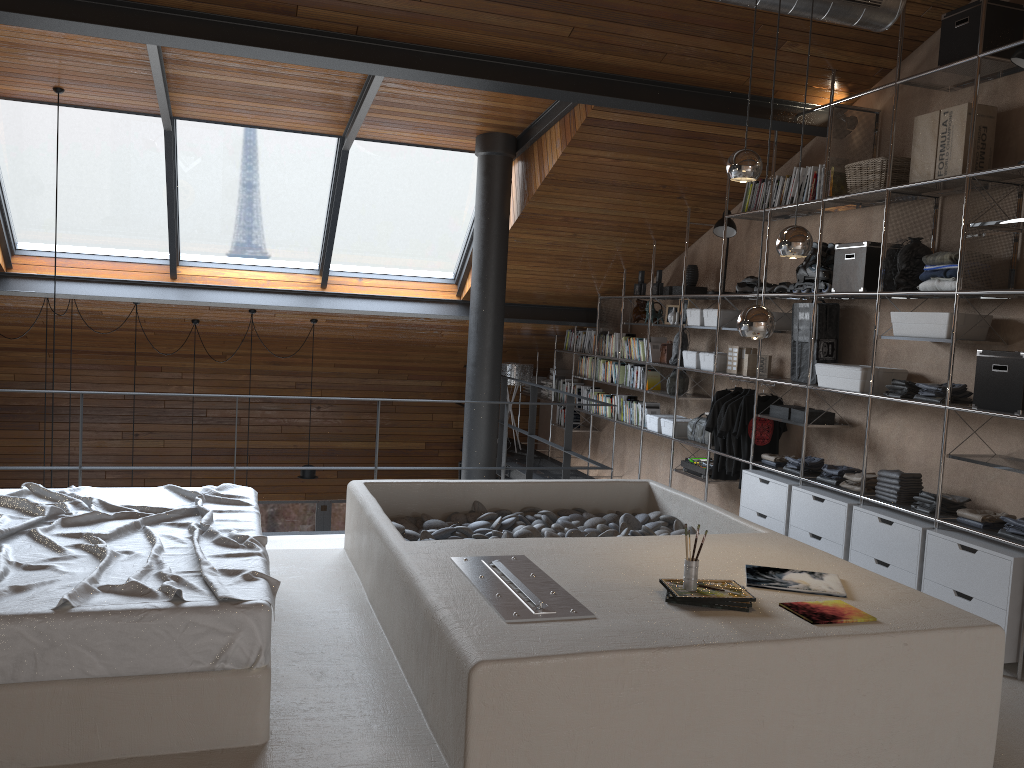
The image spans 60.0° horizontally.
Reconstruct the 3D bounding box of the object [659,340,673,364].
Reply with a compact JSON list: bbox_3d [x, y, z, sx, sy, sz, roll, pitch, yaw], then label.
[{"bbox_3d":[1.342,-0.274,7.619,0.082,0.202,0.227,6,5,33],"label":"object"}]

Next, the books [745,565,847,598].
[{"bbox_3d":[1.061,0.740,3.343,0.347,0.019,0.260,4,4,13],"label":"books"}]

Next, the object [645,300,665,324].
[{"bbox_3d":[1.265,-0.638,7.839,0.197,0.220,0.102,0,5,-34],"label":"object"}]

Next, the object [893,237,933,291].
[{"bbox_3d":[2.252,-0.662,4.958,0.212,0.319,0.157,4,4,9],"label":"object"}]

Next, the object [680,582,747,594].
[{"bbox_3d":[0.697,0.710,3.081,0.232,0.010,0.064,5,4,18],"label":"object"}]

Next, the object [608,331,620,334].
[{"bbox_3d":[1.002,-0.392,8.683,0.146,0.240,0.023,2,4,-18],"label":"object"}]

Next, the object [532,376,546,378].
[{"bbox_3d":[0.279,-0.088,10.853,0.246,0.016,0.182,2,4,-18],"label":"object"}]

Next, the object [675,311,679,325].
[{"bbox_3d":[1.364,-0.544,7.319,0.037,0.114,0.037,1,5,-32],"label":"object"}]

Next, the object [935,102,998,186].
[{"bbox_3d":[2.372,-1.249,4.636,0.192,0.382,0.181,2,4,-18],"label":"object"}]

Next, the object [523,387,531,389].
[{"bbox_3d":[0.277,0.054,10.853,0.243,0.012,0.159,2,4,-18],"label":"object"}]

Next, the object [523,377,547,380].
[{"bbox_3d":[0.282,-0.071,10.844,0.246,0.016,0.182,2,4,-18],"label":"object"}]

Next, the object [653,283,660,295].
[{"bbox_3d":[1.282,-0.838,7.895,0.029,0.117,0.086,1,5,-27],"label":"object"}]

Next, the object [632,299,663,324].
[{"bbox_3d":[1.228,-0.657,8.038,0.278,0.222,0.138,5,5,28],"label":"object"}]

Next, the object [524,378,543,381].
[{"bbox_3d":[0.288,-0.052,10.848,0.233,0.021,0.174,2,4,-18],"label":"object"}]

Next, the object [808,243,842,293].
[{"bbox_3d":[2.108,-0.755,5.817,0.174,0.342,0.416,2,4,-13],"label":"object"}]

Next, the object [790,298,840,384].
[{"bbox_3d":[1.987,-0.283,5.820,0.188,0.559,0.337,2,4,-13],"label":"object"}]

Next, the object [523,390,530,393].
[{"bbox_3d":[0.276,0.097,10.856,0.234,0.025,0.176,2,4,-18],"label":"object"}]

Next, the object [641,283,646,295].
[{"bbox_3d":[1.193,-0.851,8.023,0.029,0.117,0.086,3,4,2],"label":"object"}]

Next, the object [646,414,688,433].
[{"bbox_3d":[1.327,0.340,7.620,0.295,0.136,0.228,2,4,-18],"label":"object"}]

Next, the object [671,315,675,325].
[{"bbox_3d":[1.339,-0.530,7.364,0.037,0.077,0.037,1,5,-32],"label":"object"}]

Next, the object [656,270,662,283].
[{"bbox_3d":[1.301,-0.949,7.839,0.029,0.114,0.084,3,4,-6],"label":"object"}]

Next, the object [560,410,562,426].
[{"bbox_3d":[0.586,0.371,9.756,0.111,0.174,0.011,2,4,-18],"label":"object"}]

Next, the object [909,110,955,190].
[{"bbox_3d":[2.314,-1.265,4.816,0.192,0.382,0.181,2,4,-18],"label":"object"}]

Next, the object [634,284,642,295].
[{"bbox_3d":[1.154,-0.859,8.113,0.029,0.117,0.086,1,5,-32],"label":"object"}]

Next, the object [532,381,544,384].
[{"bbox_3d":[0.281,-0.028,10.831,0.252,0.028,0.180,2,4,-18],"label":"object"}]

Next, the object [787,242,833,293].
[{"bbox_3d":[1.979,-0.751,5.757,0.174,0.342,0.416,2,4,-14],"label":"object"}]

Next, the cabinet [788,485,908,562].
[{"bbox_3d":[2.027,0.947,5.402,0.435,0.561,0.527,2,4,-18],"label":"cabinet"}]

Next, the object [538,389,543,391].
[{"bbox_3d":[0.380,0.065,10.591,0.228,0.016,0.182,2,4,-18],"label":"object"}]

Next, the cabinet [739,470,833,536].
[{"bbox_3d":[1.853,0.898,5.930,0.435,0.561,0.527,2,4,-18],"label":"cabinet"}]

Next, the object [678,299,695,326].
[{"bbox_3d":[1.435,-0.590,7.294,0.062,0.219,0.157,2,4,-18],"label":"object"}]

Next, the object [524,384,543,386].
[{"bbox_3d":[0.283,0.011,10.834,0.246,0.016,0.182,2,4,-18],"label":"object"}]

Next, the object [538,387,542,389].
[{"bbox_3d":[0.352,0.047,10.606,0.203,0.013,0.161,2,4,-18],"label":"object"}]

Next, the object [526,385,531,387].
[{"bbox_3d":[0.290,0.027,10.852,0.224,0.017,0.167,2,4,-18],"label":"object"}]

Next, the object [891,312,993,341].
[{"bbox_3d":[2.294,-0.311,4.763,0.289,0.135,0.437,2,4,-18],"label":"object"}]

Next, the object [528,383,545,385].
[{"bbox_3d":[0.283,-0.005,10.833,0.246,0.016,0.182,2,4,-18],"label":"object"}]

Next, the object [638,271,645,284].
[{"bbox_3d":[1.177,-0.970,8.058,0.029,0.114,0.084,2,4,-11],"label":"object"}]

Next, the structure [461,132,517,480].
[{"bbox_3d":[-0.204,0.874,6.992,1.197,5.699,1.689,2,4,-18],"label":"structure"}]

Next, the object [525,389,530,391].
[{"bbox_3d":[0.290,0.079,10.859,0.216,0.013,0.161,2,4,-18],"label":"object"}]

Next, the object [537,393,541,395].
[{"bbox_3d":[0.368,0.114,10.618,0.226,0.012,0.159,2,4,-18],"label":"object"}]

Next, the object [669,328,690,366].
[{"bbox_3d":[1.398,-0.300,7.391,0.157,0.339,0.229,4,4,9],"label":"object"}]

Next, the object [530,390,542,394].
[{"bbox_3d":[0.370,0.095,10.606,0.262,0.025,0.176,2,4,-18],"label":"object"}]

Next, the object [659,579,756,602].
[{"bbox_3d":[0.672,0.713,3.069,0.276,0.013,0.207,3,4,-7],"label":"object"}]

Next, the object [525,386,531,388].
[{"bbox_3d":[0.290,0.041,10.863,0.216,0.012,0.161,2,4,-18],"label":"object"}]

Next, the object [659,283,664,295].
[{"bbox_3d":[1.314,-0.830,7.802,0.029,0.117,0.086,4,4,7],"label":"object"}]

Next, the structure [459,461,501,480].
[{"bbox_3d":[-0.342,1.271,10.794,0.462,0.735,0.488,6,5,32],"label":"structure"}]

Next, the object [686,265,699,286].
[{"bbox_3d":[1.484,-0.892,7.316,0.115,0.177,0.115,4,4,7],"label":"object"}]

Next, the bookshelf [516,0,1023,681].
[{"bbox_3d":[1.910,0.810,5.937,0.421,6.218,10.740,2,4,-18],"label":"bookshelf"}]

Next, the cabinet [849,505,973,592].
[{"bbox_3d":[2.202,0.997,4.859,0.435,0.561,0.527,2,4,-18],"label":"cabinet"}]

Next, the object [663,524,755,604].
[{"bbox_3d":[0.679,0.604,3.062,0.301,0.234,0.245,3,4,2],"label":"object"}]

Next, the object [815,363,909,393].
[{"bbox_3d":[2.089,-0.035,5.329,0.343,0.147,0.445,2,4,-18],"label":"object"}]

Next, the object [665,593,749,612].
[{"bbox_3d":[0.678,0.738,3.081,0.276,0.013,0.207,4,4,13],"label":"object"}]

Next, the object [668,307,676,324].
[{"bbox_3d":[1.362,-0.573,7.481,0.091,0.146,0.091,4,4,16],"label":"object"}]

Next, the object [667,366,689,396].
[{"bbox_3d":[1.403,-0.032,7.487,0.166,0.240,0.390,4,4,15],"label":"object"}]

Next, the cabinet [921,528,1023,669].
[{"bbox_3d":[2.369,1.046,4.329,0.435,0.561,0.527,2,4,-18],"label":"cabinet"}]

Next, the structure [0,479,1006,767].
[{"bbox_3d":[-0.908,0.649,3.502,4.614,1.120,2.634,2,4,-18],"label":"structure"}]

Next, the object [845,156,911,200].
[{"bbox_3d":[2.162,-1.210,5.230,0.262,0.198,0.417,2,4,-18],"label":"object"}]

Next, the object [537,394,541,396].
[{"bbox_3d":[0.354,0.127,10.611,0.201,0.012,0.161,2,4,-18],"label":"object"}]

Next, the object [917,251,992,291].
[{"bbox_3d":[2.343,-0.593,4.673,0.250,0.229,0.306,2,4,-16],"label":"object"}]
